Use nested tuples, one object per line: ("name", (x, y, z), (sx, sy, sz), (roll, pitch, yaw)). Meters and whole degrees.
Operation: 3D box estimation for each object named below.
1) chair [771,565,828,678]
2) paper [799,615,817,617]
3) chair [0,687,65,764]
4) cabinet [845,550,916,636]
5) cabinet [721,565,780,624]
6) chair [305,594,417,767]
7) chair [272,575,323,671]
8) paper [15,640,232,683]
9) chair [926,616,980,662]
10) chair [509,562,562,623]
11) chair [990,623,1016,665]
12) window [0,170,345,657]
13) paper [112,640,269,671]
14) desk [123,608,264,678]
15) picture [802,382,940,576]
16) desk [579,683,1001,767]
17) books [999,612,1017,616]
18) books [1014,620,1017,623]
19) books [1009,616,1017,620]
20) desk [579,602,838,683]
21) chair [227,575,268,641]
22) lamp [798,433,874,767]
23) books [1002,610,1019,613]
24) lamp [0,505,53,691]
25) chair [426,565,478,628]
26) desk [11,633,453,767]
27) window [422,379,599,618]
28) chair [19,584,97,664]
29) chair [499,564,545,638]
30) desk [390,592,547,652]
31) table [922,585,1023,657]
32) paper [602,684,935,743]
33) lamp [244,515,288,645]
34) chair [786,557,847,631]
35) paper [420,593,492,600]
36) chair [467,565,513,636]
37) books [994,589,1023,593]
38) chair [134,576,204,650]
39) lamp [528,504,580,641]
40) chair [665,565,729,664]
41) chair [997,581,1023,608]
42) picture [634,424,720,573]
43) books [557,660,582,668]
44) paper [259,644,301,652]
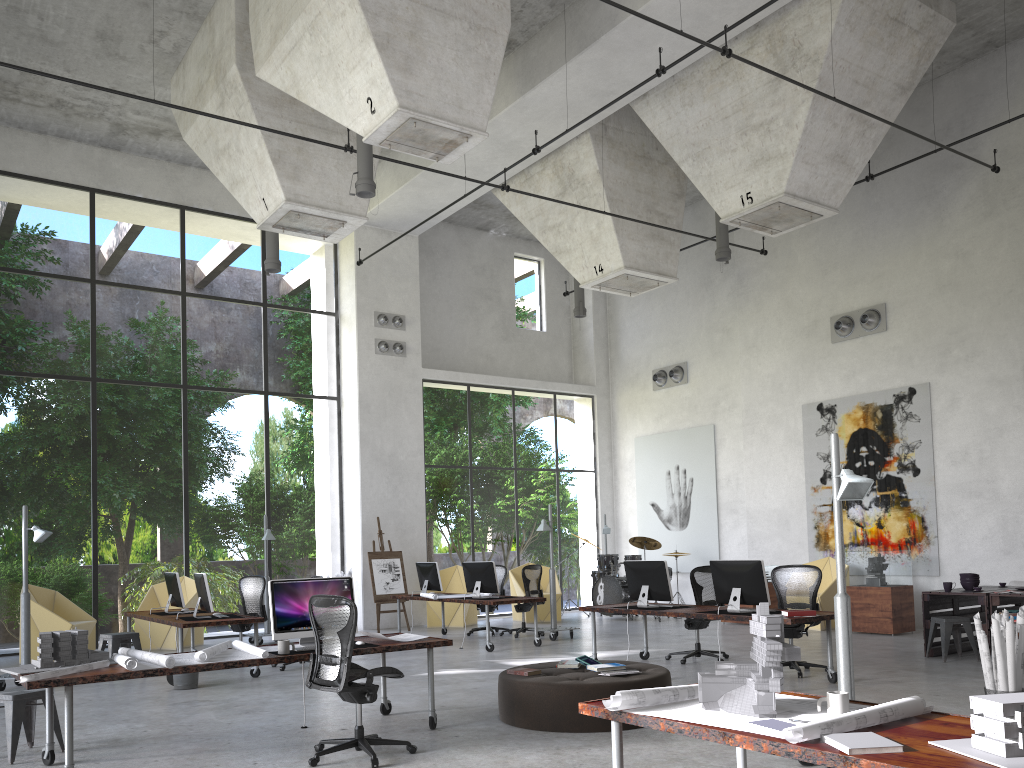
("chair", (3.108, 2.595, 9.700), (0.773, 1.174, 0.799), (-4, -6, 23))
("paper", (2.845, 2.278, 8.648), (0.290, 0.001, 0.213), (2, -11, -18))
("chair", (-3.749, 2.592, 6.711), (0.422, 0.485, 0.441), (-5, -7, 27))
("cabinet", (5.606, 3.170, 13.392), (0.595, 1.244, 0.750), (1, -6, -35))
("cabinet", (4.225, 3.741, 15.596), (0.745, 1.004, 0.742), (2, -7, -35))
("chair", (-1.150, 2.112, 6.401), (0.774, 1.174, 0.798), (-5, -6, 28))
("chair", (-2.739, 3.106, 11.487), (0.776, 1.174, 0.795), (-7, -7, 43))
("paper", (-2.612, 1.997, 6.424), (0.891, 0.102, 1.959), (-2, -11, 3))
("chair", (5.172, 2.994, 10.339), (0.420, 0.485, 0.443), (-2, -6, 0))
("chair", (0.483, 4.142, 17.495), (0.979, 1.159, 0.946), (0, -6, -16))
("chair", (5.495, 2.841, 9.568), (0.438, 0.485, 0.424), (4, -8, -40))
("window", (-5.823, 0.672, 15.676), (5.973, 7.783, 0.067), (2, -5, -35))
("paper", (-2.401, 2.007, 6.535), (1.078, 0.104, 0.987), (6, -13, -35))
("desk", (-4.241, 3.385, 11.496), (0.966, 0.716, 3.168), (4, -11, -35))
("picture", (5.885, 1.669, 14.599), (0.020, 2.993, 2.378), (0, -6, -35))
("desk", (1.607, 1.660, 3.182), (0.976, 0.716, 3.167), (4, -11, -35))
("books", (5.490, 2.516, 9.603), (0.255, 0.032, 0.177), (-5, -11, 16))
("books", (5.496, 2.582, 9.596), (0.285, 0.034, 0.200), (-4, -10, 11))
("books", (5.495, 2.548, 9.597), (0.284, 0.033, 0.200), (-1, -10, -4))
("desk", (2.108, 2.870, 9.768), (0.976, 0.716, 3.167), (4, -11, -35))
("chair", (-3.869, 3.352, 12.624), (0.772, 1.174, 0.799), (-3, -5, 18))
("lamp", (2.107, 1.384, 5.606), (0.579, 2.135, 0.601), (-1, -3, -10))
("books", (5.493, 2.487, 9.602), (0.204, 0.025, 0.146), (-4, -10, 11))
("lamp", (-5.728, 2.503, 10.342), (0.596, 2.135, 0.584), (-2, -3, -3))
("chair", (-1.171, 4.100, 16.998), (0.981, 1.159, 0.944), (-3, -6, 13))
("desk", (-2.038, 2.445, 6.803), (3.137, 0.717, 0.985), (5, -11, -35))
("window", (0.096, 2.510, 18.870), (4.572, 4.851, 0.020), (3, -5, -35))
("chair", (-6.881, 3.570, 13.216), (0.934, 1.159, 0.992), (-2, -6, 0))
("chair", (0.173, 3.613, 14.693), (0.794, 1.175, 0.777), (-3, -5, 18))
("desk", (-0.761, 3.722, 13.879), (0.976, 0.716, 3.167), (4, -11, -35))
("table", (6.057, 2.841, 10.442), (1.509, 0.787, 1.620), (4, -11, -35))
("paper", (1.106, 1.405, 3.865), (0.980, 0.104, 1.087), (7, -14, -39))
("lamp", (-4.104, 3.260, 14.679), (0.580, 2.135, 0.601), (1, -4, -35))
("chair", (5.008, 3.445, 14.492), (0.936, 1.159, 0.989), (3, -7, -37))
("paper", (-0.908, 3.363, 14.085), (1.076, 0.104, 0.990), (3, -12, -25))
("chair", (-0.390, 3.704, 15.088), (0.770, 1.174, 0.801), (-2, -5, 4))
("books", (5.679, 2.366, 10.029), (0.305, 0.030, 0.225), (-6, -11, 22))
("chair", (-5.659, 3.781, 14.549), (0.980, 1.159, 0.944), (-3, -6, 10))
("lamp", (0.640, 2.994, 14.040), (0.597, 2.135, 0.583), (1, -4, -35))
("chair", (2.280, 2.849, 10.927), (0.797, 1.174, 0.774), (-6, -7, 38))
("chair", (6.790, 3.027, 11.619), (0.699, 0.812, 0.776), (-7, -8, 39))
("picture", (3.480, 2.518, 18.768), (0.020, 2.993, 2.361), (0, -6, -35))
("books", (0.518, 2.518, 7.897), (0.198, 0.034, 0.288), (-4, -11, 11))
("paper", (-1.813, 2.134, 7.108), (0.485, 0.001, 0.435), (3, -12, -24))
